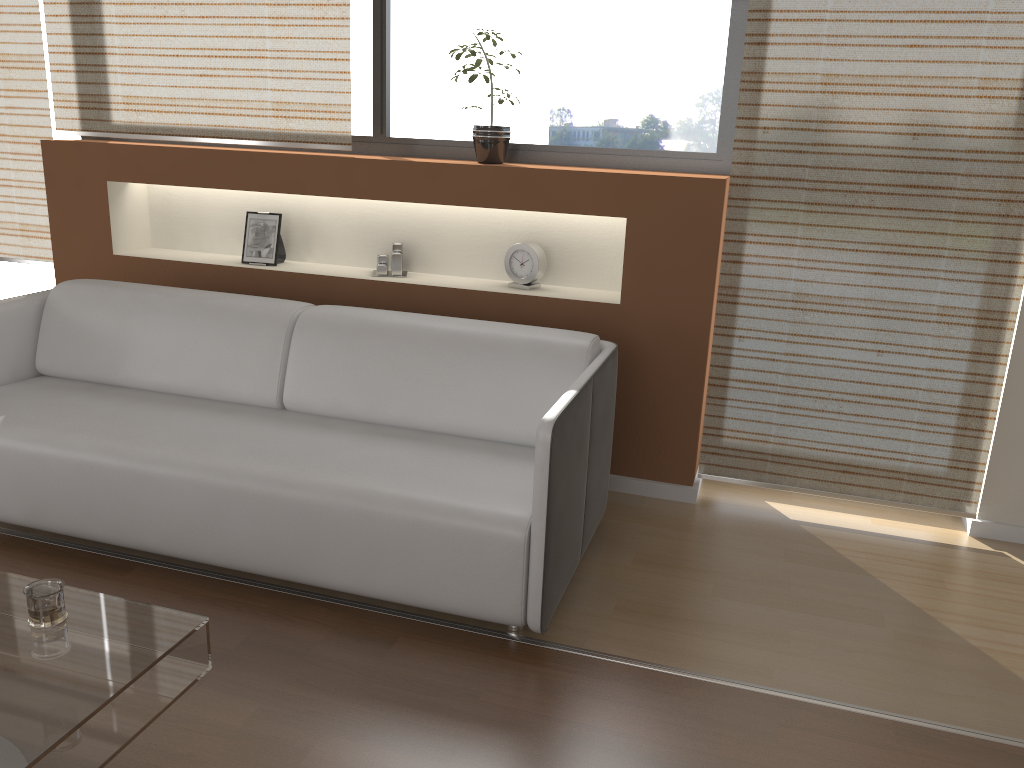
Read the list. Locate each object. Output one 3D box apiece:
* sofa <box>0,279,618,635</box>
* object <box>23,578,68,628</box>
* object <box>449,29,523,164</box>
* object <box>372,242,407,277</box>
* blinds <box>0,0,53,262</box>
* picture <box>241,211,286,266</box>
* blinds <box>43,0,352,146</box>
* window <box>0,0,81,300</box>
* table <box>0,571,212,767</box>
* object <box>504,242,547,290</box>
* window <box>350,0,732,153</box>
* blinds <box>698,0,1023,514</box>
[{"bbox_3d":[-0.836,0.113,2.968,2.238,0.661,0.919,7,17,16],"label":"sofa"},{"bbox_3d":[-0.992,0.466,1.888,0.079,0.077,0.079,4,17,5],"label":"object"},{"bbox_3d":[-0.098,-1.069,3.316,0.268,0.477,0.342,4,17,6],"label":"object"},{"bbox_3d":[-0.504,-0.518,3.659,0.141,0.131,0.141,1,17,-5],"label":"object"},{"bbox_3d":[-2.479,-1.384,3.966,0.980,1.635,0.001,7,17,16],"label":"blinds"},{"bbox_3d":[-1.058,-0.622,3.782,0.159,0.216,0.133,6,17,11],"label":"picture"},{"bbox_3d":[-1.295,-1.518,3.548,1.432,1.044,0.001,7,17,16],"label":"blinds"},{"bbox_3d":[-2.409,-1.211,4.290,0.889,2.093,0.010,7,17,16],"label":"window"},{"bbox_3d":[-1.229,0.714,1.684,0.900,0.300,0.900,7,17,16],"label":"table"},{"bbox_3d":[0.053,-0.468,3.492,0.160,0.176,0.096,12,19,30],"label":"object"},{"bbox_3d":[-0.523,-1.494,3.603,2.817,0.986,0.010,7,17,16],"label":"window"},{"bbox_3d":[1.231,-0.640,2.984,0.980,2.200,0.001,7,17,16],"label":"blinds"}]
